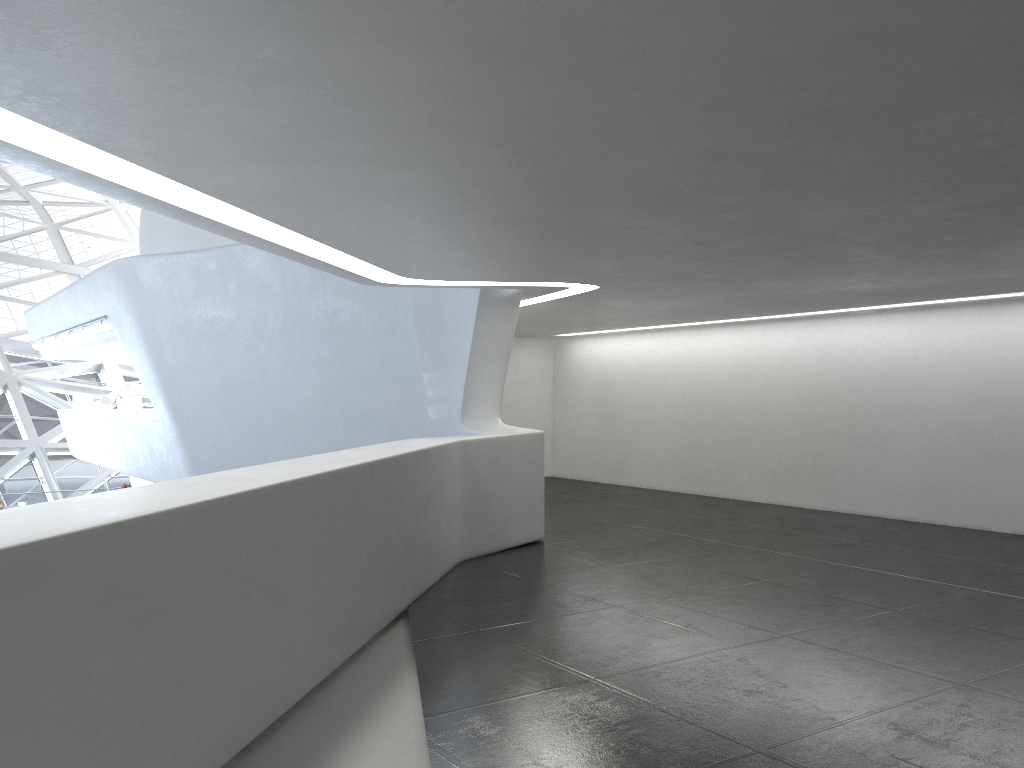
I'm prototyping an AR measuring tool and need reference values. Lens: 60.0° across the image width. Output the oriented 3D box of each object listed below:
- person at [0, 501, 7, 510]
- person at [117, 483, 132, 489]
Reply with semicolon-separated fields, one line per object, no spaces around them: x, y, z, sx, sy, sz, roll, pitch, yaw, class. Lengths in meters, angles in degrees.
-17.988;5.058;31.292;0.782;1.809;0.068;0;-1;-12;person
-17.214;5.188;38.479;0.875;1.706;0.001;0;-1;-14;person
